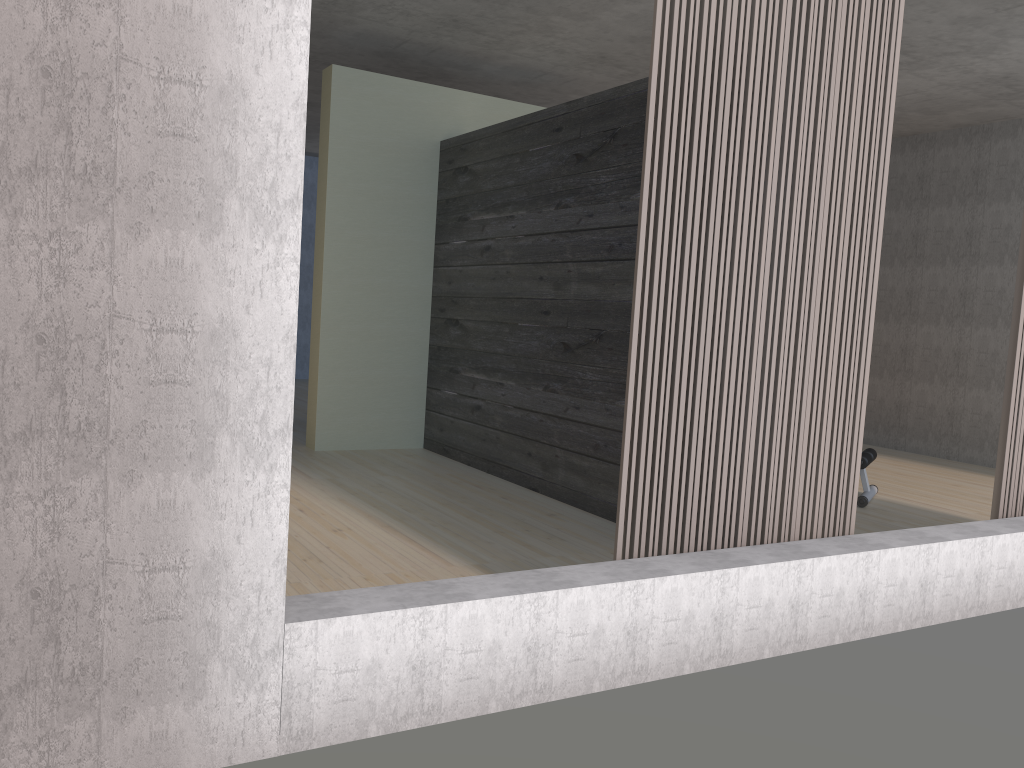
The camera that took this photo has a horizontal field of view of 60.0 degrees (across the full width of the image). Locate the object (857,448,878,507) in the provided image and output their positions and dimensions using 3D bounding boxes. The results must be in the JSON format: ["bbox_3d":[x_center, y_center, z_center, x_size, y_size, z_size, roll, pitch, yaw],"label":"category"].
[{"bbox_3d":[1.622,0.275,5.620,1.312,0.746,0.505,6,5,29],"label":"object"}]

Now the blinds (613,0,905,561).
[{"bbox_3d":[0.868,-0.561,2.967,1.133,2.744,0.069,1,5,-31],"label":"blinds"}]

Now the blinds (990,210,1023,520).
[{"bbox_3d":[2.621,-0.533,3.999,1.133,2.744,0.069,1,5,-31],"label":"blinds"}]
